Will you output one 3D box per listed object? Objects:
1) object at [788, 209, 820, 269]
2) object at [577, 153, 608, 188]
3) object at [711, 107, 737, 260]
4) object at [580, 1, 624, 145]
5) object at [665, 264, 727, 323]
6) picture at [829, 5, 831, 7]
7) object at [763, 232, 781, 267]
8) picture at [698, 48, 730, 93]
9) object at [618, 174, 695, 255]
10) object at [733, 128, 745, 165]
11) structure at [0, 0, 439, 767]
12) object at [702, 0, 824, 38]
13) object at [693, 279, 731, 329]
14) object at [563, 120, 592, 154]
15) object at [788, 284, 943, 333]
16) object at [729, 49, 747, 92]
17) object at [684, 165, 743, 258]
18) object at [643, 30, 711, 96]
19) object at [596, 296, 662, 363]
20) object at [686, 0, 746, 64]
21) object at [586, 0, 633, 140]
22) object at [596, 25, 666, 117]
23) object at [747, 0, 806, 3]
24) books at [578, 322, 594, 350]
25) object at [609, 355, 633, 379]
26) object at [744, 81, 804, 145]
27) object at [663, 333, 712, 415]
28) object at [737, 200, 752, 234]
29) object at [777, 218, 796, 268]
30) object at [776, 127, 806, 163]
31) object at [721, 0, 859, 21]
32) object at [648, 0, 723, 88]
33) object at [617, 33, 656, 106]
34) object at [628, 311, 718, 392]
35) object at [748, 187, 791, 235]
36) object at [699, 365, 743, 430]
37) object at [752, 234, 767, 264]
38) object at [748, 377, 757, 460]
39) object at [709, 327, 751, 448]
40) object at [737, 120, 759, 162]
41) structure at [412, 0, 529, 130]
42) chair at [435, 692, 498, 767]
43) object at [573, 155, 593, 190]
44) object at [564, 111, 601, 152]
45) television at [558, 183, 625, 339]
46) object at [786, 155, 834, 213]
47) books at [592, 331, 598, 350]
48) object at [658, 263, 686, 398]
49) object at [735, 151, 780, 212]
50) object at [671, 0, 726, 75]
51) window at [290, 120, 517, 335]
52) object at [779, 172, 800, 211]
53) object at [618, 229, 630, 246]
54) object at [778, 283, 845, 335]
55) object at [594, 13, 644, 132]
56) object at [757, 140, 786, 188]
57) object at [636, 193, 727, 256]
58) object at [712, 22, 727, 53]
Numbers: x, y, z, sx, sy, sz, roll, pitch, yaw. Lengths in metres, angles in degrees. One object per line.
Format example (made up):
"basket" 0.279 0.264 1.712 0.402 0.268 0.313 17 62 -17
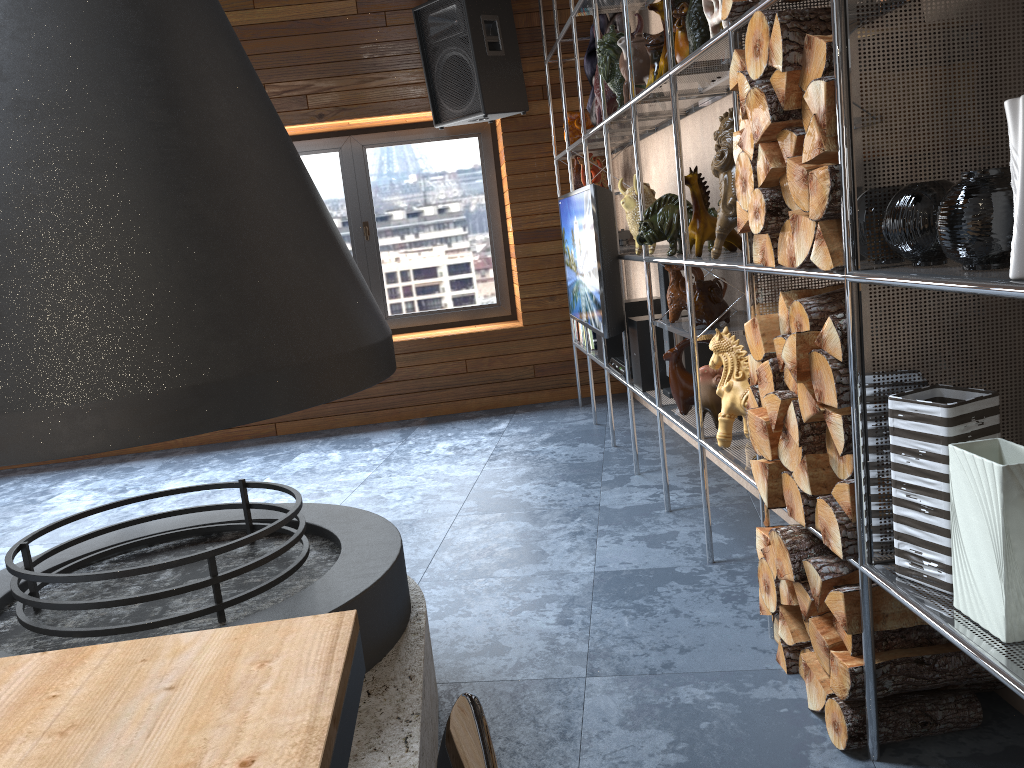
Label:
"object" 0.769 -0.310 1.812 0.362 0.131 0.154 -7 9 -3
"object" 0.467 -1.212 5.096 0.060 0.223 0.267 2 13 42
"object" 0.694 -0.577 2.454 0.210 0.450 0.405 -8 10 -11
"object" 0.434 -1.732 4.697 0.244 0.879 0.244 -2 10 25
"object" 0.667 -0.334 3.202 0.217 0.214 0.108 -3 10 21
"picture" 0.788 -1.362 2.341 0.090 0.863 0.530 -7 9 -3
"object" 0.738 -0.328 2.047 0.303 0.095 0.087 -7 9 -3
"picture" 0.730 -1.330 2.917 0.136 0.625 0.544 -7 9 -3
"object" 0.577 -0.670 3.473 0.325 0.309 0.154 -10 10 -18
"object" 0.690 -0.559 2.111 0.309 0.121 0.111 -7 9 -4
"structure" -1.068 -1.881 1.490 1.197 5.698 1.690 -7 9 -3
"object" 0.636 -1.031 2.235 0.314 0.280 0.151 -7 9 -5
"object" 0.665 -0.276 2.983 0.105 0.168 0.210 1 12 36
"object" 0.409 -1.484 5.274 0.233 0.209 0.107 -9 10 -16
"object" 0.773 -0.169 1.943 0.312 0.150 0.140 -8 10 -7
"object" 0.672 -0.742 2.063 0.308 0.107 0.121 -8 10 -7
"object" 0.675 -0.566 2.877 0.290 0.290 0.097 -10 10 -23
"object" 0.600 -1.134 3.098 0.272 0.207 0.137 -6 9 0
"object" 0.627 -0.289 4.692 0.343 0.303 0.175 -7 9 -3
"object" 0.628 -1.070 2.557 0.253 0.249 0.126 -6 9 2
"object" 0.478 -1.671 4.438 0.305 0.839 0.238 -7 9 -1
"object" 0.482 -1.281 3.604 0.255 0.356 0.167 -4 10 16
"object" 0.688 -0.908 1.954 0.362 0.131 0.154 -7 9 -4
"books" 0.504 -0.343 5.381 0.139 0.208 0.461 -7 10 -4
"object" 0.655 -0.093 4.249 0.325 0.058 0.360 -7 10 -3
"object" 0.679 -0.594 1.895 0.321 0.128 0.164 -7 9 -4
"object" 0.677 -0.036 3.221 0.249 0.290 0.114 -3 10 22
"object" 0.702 -0.420 2.141 0.303 0.088 0.095 -7 10 -5
"object" 0.745 -0.324 1.936 0.299 0.114 0.135 -7 10 -5
"object" 0.733 -0.505 1.863 0.330 0.098 0.107 -8 10 -7
"object" 0.656 -0.917 2.050 0.330 0.105 0.107 -7 9 -1
"object" 0.599 -1.144 2.922 0.290 0.290 0.097 -7 9 -5
"object" 0.493 -1.200 3.380 0.164 0.266 0.237 -4 10 13
"object" 0.695 -0.147 3.802 0.343 0.303 0.175 -7 9 -3
"object" 0.696 -0.402 2.000 0.312 0.110 0.103 -8 10 -7
"object" 0.697 0.033 2.992 0.119 0.220 0.212 -1 11 30
"object" 0.736 -0.353 2.133 0.287 0.112 0.126 -7 9 -4
"object" 0.740 0.052 2.420 0.198 0.358 0.116 -8 10 -11
"object" 0.741 0.014 2.632 0.170 0.363 0.375 -14 12 -37
"object" 0.692 -0.573 2.020 0.329 0.107 0.128 -7 9 -3
"structure" -0.220 -1.906 5.221 0.488 0.735 0.461 -15 13 -43
"chair" -0.199 0.677 0.486 0.599 0.825 0.527 -7 9 -3
"object" 0.446 -1.247 5.293 0.116 0.229 0.233 0 12 36
"object" 0.431 -1.445 5.027 0.278 0.222 0.138 -5 10 7
"television" 0.368 -0.592 4.183 0.115 0.638 1.075 -7 9 -3
"object" 0.728 -0.431 1.796 0.329 0.135 0.095 -8 10 -7
"books" 0.536 -0.300 5.178 0.138 0.185 0.081 -7 9 -3
"object" 0.651 -0.219 3.549 0.112 0.533 0.112 -7 9 -3
"object" 0.680 -0.487 2.069 0.286 0.143 0.143 -7 9 -4
"object" 0.592 -1.110 2.756 0.227 0.270 0.123 -7 9 -3
"window" -2.930 -0.800 6.042 5.936 1.521 0.101 -7 9 -3
"object" 0.738 -0.433 1.902 0.288 0.118 0.147 -8 10 -7
"object" 0.503 -0.864 5.267 0.320 0.114 0.405 -7 10 -3
"object" 0.772 -0.171 2.043 0.289 0.121 0.107 -7 9 -2
"object" 0.461 -1.389 3.998 0.219 0.440 0.463 -7 9 -3
"object" 0.712 -0.503 1.943 0.331 0.110 0.101 -7 9 -1
"object" 0.636 -0.572 3.137 0.403 0.221 0.192 0 11 33
"object" 0.609 -1.095 2.393 0.198 0.358 0.116 -6 9 4
